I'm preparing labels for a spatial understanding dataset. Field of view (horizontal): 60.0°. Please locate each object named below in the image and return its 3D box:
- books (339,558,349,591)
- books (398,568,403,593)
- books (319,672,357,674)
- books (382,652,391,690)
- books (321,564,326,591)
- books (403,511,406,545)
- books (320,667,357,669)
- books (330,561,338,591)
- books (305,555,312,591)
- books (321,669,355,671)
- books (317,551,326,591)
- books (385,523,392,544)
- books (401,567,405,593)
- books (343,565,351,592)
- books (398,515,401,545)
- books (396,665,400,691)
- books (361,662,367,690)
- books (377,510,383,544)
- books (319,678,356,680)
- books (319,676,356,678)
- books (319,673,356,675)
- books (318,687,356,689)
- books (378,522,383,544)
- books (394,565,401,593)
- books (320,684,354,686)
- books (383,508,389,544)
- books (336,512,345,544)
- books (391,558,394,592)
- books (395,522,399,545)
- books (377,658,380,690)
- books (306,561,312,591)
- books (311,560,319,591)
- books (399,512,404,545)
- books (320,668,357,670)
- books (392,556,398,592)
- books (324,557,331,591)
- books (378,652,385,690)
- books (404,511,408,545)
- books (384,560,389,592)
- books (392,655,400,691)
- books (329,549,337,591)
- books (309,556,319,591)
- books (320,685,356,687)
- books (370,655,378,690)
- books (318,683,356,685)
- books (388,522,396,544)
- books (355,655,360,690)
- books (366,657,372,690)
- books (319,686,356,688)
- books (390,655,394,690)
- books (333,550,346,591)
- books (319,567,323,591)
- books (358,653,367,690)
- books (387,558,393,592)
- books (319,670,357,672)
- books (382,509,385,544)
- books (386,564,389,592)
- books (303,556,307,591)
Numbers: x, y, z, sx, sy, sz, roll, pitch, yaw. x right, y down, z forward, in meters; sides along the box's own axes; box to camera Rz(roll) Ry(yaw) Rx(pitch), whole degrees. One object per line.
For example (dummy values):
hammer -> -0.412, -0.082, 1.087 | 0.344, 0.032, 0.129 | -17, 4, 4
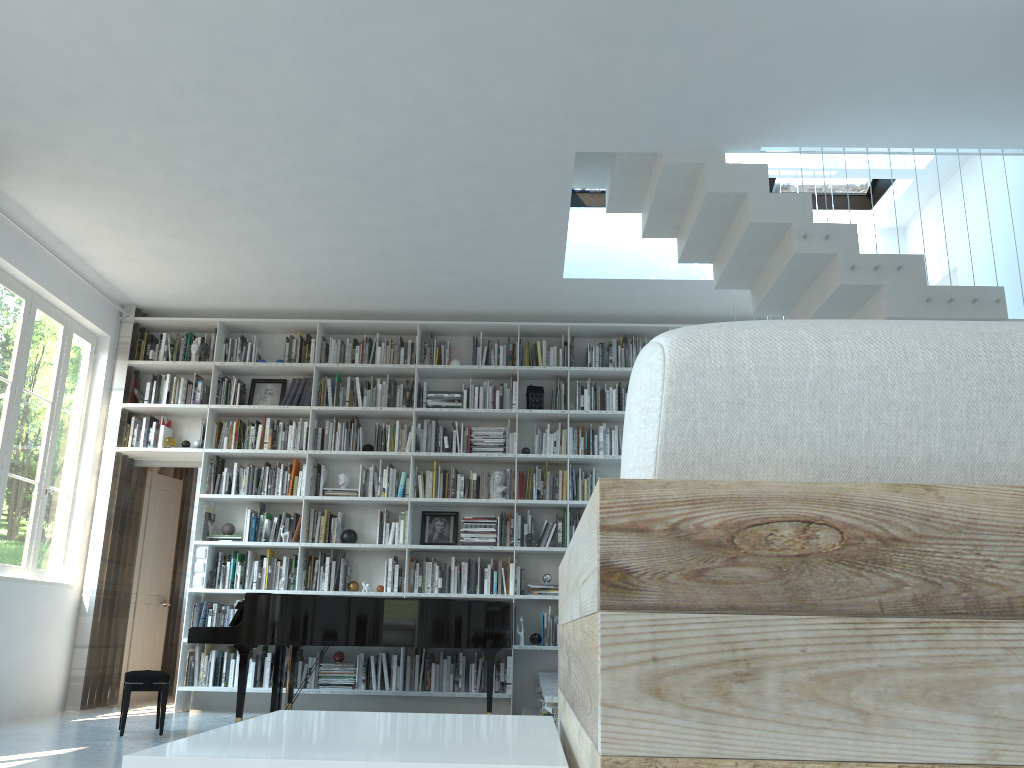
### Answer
books -> -1.338, 1.527, 7.057 | 0.027, 0.260, 0.164 | 1, -15, 1
books -> -0.880, 1.573, 7.063 | 0.031, 0.194, 0.142 | 1, -16, 1
books -> -1.340, 2.238, 6.877 | 0.285, 0.005, 0.160 | 1, -16, -1
books -> -0.966, 2.223, 6.868 | 0.073, 0.275, 0.181 | 1, -16, 1
books -> -1.481, 1.548, 7.058 | 0.021, 0.214, 0.172 | 1, -16, 1
books -> -0.858, 1.173, 7.143 | 0.011, 0.278, 0.188 | 1, -16, 1
books -> -1.336, 2.201, 6.884 | 0.285, 0.005, 0.160 | 2, -16, -2
books -> -1.416, 1.541, 7.074 | 0.029, 0.240, 0.136 | 1, -15, 1
books -> -1.619, 1.515, 7.073 | 0.013, 0.282, 0.147 | 1, -15, 1
books -> -1.339, 2.218, 6.887 | 0.254, 0.005, 0.161 | 1, -16, 1
books -> -1.522, 1.500, 7.071 | 0.014, 0.312, 0.166 | 1, -15, 1
books -> -0.998, 1.224, 7.156 | 0.030, 0.182, 0.155 | 1, -16, 1
books -> -0.853, 1.567, 7.051 | 0.024, 0.200, 0.159 | 1, -16, 1
books -> -1.313, 1.555, 7.065 | 0.023, 0.211, 0.160 | 1, -16, 1
books -> -0.897, 1.190, 7.141 | 0.012, 0.244, 0.171 | 1, -16, 1
books -> -0.869, 2.270, 6.852 | 0.024, 0.179, 0.172 | 1, -16, 1
books -> -1.131, 2.255, 6.858 | 0.029, 0.201, 0.178 | 1, -16, 1
books -> -1.067, 1.171, 7.161 | 0.012, 0.284, 0.160 | 1, -15, 1
books -> -1.338, 2.281, 6.860 | 0.285, 0.007, 0.160 | 2, -16, -3
books -> -1.338, 2.267, 6.861 | 0.285, 0.007, 0.160 | 2, -16, -4
books -> -1.337, 2.251, 6.879 | 0.285, 0.007, 0.160 | 1, -16, 1
books -> -1.341, 2.343, 6.853 | 0.285, 0.007, 0.160 | 1, -16, 1
books -> -1.049, 1.217, 7.143 | 0.025, 0.185, 0.154 | 1, -16, 1
books -> -0.910, 1.555, 7.048 | 0.029, 0.220, 0.153 | 1, -16, 1
books -> -1.340, 2.323, 6.856 | 0.254, 0.007, 0.161 | 1, -16, 2
books -> -1.018, 1.166, 7.165 | 0.012, 0.297, 0.166 | 1, -15, 1
books -> -1.387, 1.177, 7.172 | 0.028, 0.265, 0.145 | 1, -15, 1
books -> -0.942, 1.530, 7.068 | 0.010, 0.276, 0.156 | 1, -15, 1
books -> -0.915, 1.220, 7.145 | 0.024, 0.187, 0.173 | 1, -16, 1
books -> -1.021, 2.242, 6.858 | 0.011, 0.231, 0.174 | 1, -16, 1
books -> -1.598, 1.535, 7.064 | 0.030, 0.238, 0.157 | 1, -16, 1
books -> -1.550, 1.532, 7.064 | 0.042, 0.247, 0.163 | 1, -16, 1
books -> -0.877, 1.180, 7.151 | 0.027, 0.268, 0.179 | 1, -16, 1
books -> -1.339, 2.211, 6.879 | 0.285, 0.005, 0.160 | 2, -16, -3
books -> -0.931, 1.523, 7.066 | 0.014, 0.290, 0.132 | 1, -15, 1
books -> -1.456, 1.522, 7.062 | 0.027, 0.268, 0.185 | 1, -16, 1
books -> -1.010, 2.219, 6.856 | 0.012, 0.274, 0.180 | 1, -16, 1
books -> -0.841, 1.173, 7.145 | 0.021, 0.281, 0.162 | 1, -15, 1
books -> -0.996, 1.540, 7.063 | 0.012, 0.253, 0.161 | 1, -15, 1
books -> -0.893, 2.227, 6.847 | 0.024, 0.259, 0.190 | 1, -16, 1
books -> -1.435, 1.496, 7.095 | 0.013, 0.338, 0.138 | 1, -15, 1
books -> -1.577, 1.517, 7.060 | 0.012, 0.271, 0.182 | 1, -16, 1
books -> -1.340, 2.330, 6.856 | 0.254, 0.007, 0.161 | 1, -16, 1
books -> -1.058, 2.232, 6.864 | 0.062, 0.252, 0.178 | 1, -16, 1
books -> -1.340, 2.314, 6.851 | 0.285, 0.007, 0.160 | 2, -16, -3
books -> -0.955, 1.217, 7.141 | 0.057, 0.188, 0.156 | 1, -16, 1
books -> -1.182, 2.229, 6.863 | 0.012, 0.253, 0.161 | 1, -15, 1
books -> -1.102, 2.242, 6.874 | 0.028, 0.237, 0.136 | 1, -15, 1
books -> -1.341, 2.334, 6.846 | 0.254, 0.007, 0.161 | 0, -16, 5
books -> -0.917, 2.236, 6.877 | 0.025, 0.258, 0.133 | 1, -15, 1
books -> -1.376, 1.495, 7.069 | 0.050, 0.327, 0.167 | 1, -15, 1
books -> -1.504, 1.559, 7.060 | 0.024, 0.195, 0.157 | 1, -16, 1
books -> -1.160, 2.228, 6.879 | 0.031, 0.265, 0.145 | 1, -15, 1
books -> -0.961, 1.530, 7.054 | 0.027, 0.268, 0.159 | 1, -15, 1
books -> -1.339, 2.223, 6.884 | 0.285, 0.005, 0.160 | 1, -16, 0
books -> -1.030, 1.170, 7.168 | 0.011, 0.291, 0.156 | 1, -15, 1
books -> -0.982, 1.556, 7.067 | 0.015, 0.225, 0.148 | 1, -16, 1
books -> -1.632, 1.521, 7.082 | 0.013, 0.275, 0.147 | 1, -15, 1
